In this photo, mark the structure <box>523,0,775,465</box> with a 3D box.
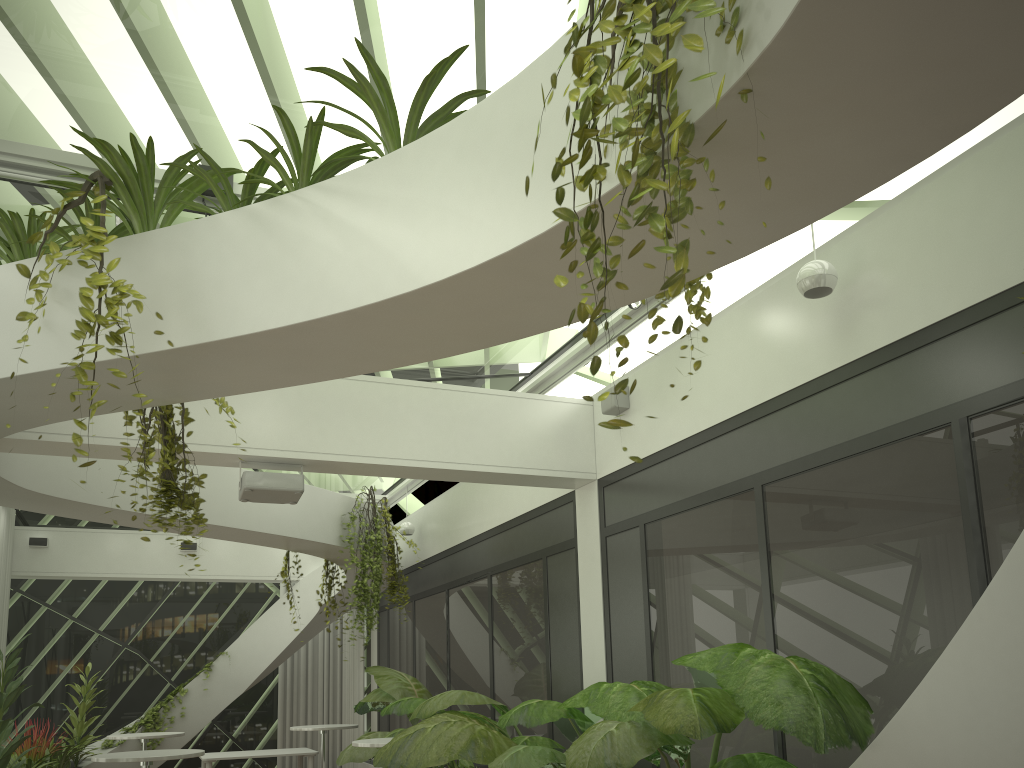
[{"bbox_3d":[-0.166,-0.850,0.839,1.244,1.797,3.289,-10,-18,31],"label":"structure"}]

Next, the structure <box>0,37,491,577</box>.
[{"bbox_3d":[-2.031,0.174,4.435,4.680,2.246,1.479,-12,-16,30],"label":"structure"}]

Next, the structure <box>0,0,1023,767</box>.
[{"bbox_3d":[-0.591,0.914,2.850,5.929,4.086,25.235,3,-19,-16],"label":"structure"}]

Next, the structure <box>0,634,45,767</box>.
[{"bbox_3d":[-3.305,2.174,5.088,0.857,1.547,3.438,3,-18,-23],"label":"structure"}]

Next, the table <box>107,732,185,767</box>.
[{"bbox_3d":[-4.331,4.687,10.307,0.858,1.063,0.884,-5,-14,12],"label":"table"}]

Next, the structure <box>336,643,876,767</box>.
[{"bbox_3d":[-0.537,3.225,7.521,1.789,1.661,9.200,4,-19,-22],"label":"structure"}]

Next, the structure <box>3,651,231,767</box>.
[{"bbox_3d":[-5.642,4.275,11.368,2.035,1.616,4.944,-4,-18,8],"label":"structure"}]

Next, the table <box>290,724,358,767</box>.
[{"bbox_3d":[-2.388,4.907,11.118,0.858,1.063,0.884,-5,-14,12],"label":"table"}]

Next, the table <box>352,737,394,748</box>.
[{"bbox_3d":[-1.005,3.763,7.870,0.858,1.063,0.884,-5,-14,12],"label":"table"}]

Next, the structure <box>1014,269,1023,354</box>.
[{"bbox_3d":[1.906,-0.407,2.207,0.615,2.052,1.099,0,-12,-11],"label":"structure"}]

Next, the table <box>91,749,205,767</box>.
[{"bbox_3d":[-2.948,3.543,7.059,0.858,1.063,0.884,-5,-14,12],"label":"table"}]

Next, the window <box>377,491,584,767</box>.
[{"bbox_3d":[-0.744,3.638,10.738,0.050,3.137,7.424,3,-18,-22],"label":"window"}]

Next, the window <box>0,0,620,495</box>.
[{"bbox_3d":[-2.402,-0.393,7.627,5.711,0.053,17.284,6,-20,-21],"label":"window"}]

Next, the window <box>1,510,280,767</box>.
[{"bbox_3d":[-5.525,4.462,14.784,5.762,4.503,0.039,5,-12,-23],"label":"window"}]

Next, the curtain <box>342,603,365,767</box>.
[{"bbox_3d":[-2.676,4.573,14.833,0.160,3.966,1.027,3,-12,-24],"label":"curtain"}]

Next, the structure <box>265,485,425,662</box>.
[{"bbox_3d":[-1.977,2.226,10.265,1.453,2.009,1.674,-10,-16,31],"label":"structure"}]

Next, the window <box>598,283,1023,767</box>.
[{"bbox_3d":[2.159,1.236,3.916,0.050,3.137,7.332,3,-18,-22],"label":"window"}]

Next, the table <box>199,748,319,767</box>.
[{"bbox_3d":[-3.503,5.435,12.017,1.507,0.696,1.103,6,-18,-22],"label":"table"}]

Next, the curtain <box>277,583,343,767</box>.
[{"bbox_3d":[-3.469,4.774,15.359,1.235,3.966,0.164,3,-11,-24],"label":"curtain"}]

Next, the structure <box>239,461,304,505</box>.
[{"bbox_3d":[-1.804,0.735,6.551,0.464,0.267,0.400,5,-18,-22],"label":"structure"}]
